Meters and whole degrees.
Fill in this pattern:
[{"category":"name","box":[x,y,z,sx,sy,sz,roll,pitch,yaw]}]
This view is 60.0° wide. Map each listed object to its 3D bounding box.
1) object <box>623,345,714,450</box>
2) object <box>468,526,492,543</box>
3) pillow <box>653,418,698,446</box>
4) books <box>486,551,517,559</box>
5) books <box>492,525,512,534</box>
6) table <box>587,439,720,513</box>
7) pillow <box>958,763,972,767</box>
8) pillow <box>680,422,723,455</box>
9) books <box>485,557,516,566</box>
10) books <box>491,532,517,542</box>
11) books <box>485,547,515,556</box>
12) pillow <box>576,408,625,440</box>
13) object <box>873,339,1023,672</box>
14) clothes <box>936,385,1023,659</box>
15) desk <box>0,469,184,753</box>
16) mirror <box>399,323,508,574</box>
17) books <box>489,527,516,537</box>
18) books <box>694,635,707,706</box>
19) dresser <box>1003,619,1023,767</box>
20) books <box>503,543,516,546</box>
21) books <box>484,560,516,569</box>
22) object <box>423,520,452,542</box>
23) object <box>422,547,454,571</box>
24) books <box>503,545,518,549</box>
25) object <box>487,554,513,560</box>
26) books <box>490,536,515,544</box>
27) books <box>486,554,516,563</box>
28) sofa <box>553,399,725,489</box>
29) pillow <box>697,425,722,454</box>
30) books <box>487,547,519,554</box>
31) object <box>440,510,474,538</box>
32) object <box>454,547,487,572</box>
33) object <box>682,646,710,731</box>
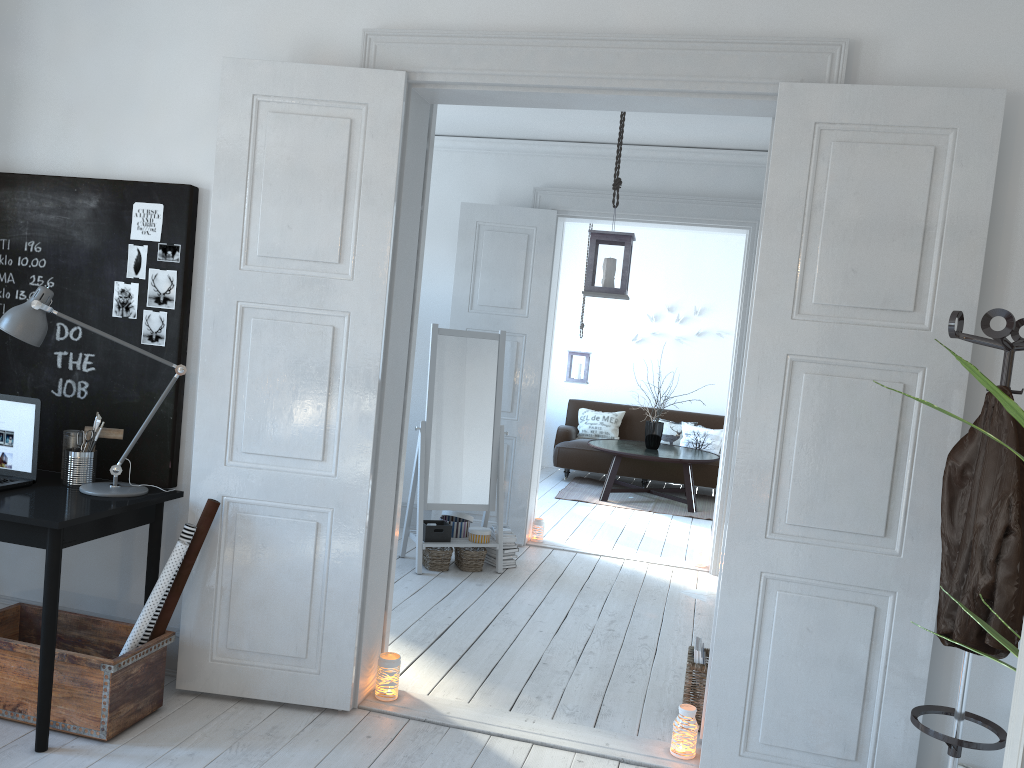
[{"category":"object","box":[1.536,0.127,8.616,0.846,1.067,0.524,5,4,-16]},{"category":"object","box":[-0.202,0.939,5.520,0.142,0.075,0.142,5,3,-3]},{"category":"pillow","box":[1.736,0.556,9.535,0.472,0.348,0.158,6,4,11]},{"category":"books","box":[-0.075,1.087,5.677,0.132,0.017,0.186,3,4,-40]},{"category":"books","box":[-0.065,0.931,5.679,0.111,0.014,0.156,5,3,-8]},{"category":"table","box":[1.368,0.890,8.755,1.299,0.504,1.298,6,3,3]},{"category":"pillow","box":[1.531,1.314,2.708,0.317,0.314,0.272,6,4,14]},{"category":"pillow","box":[2.003,0.580,9.396,0.470,0.309,0.188,6,4,13]},{"category":"books","box":[-0.080,1.132,5.684,0.128,0.016,0.176,3,4,-36]},{"category":"books","box":[-0.058,0.970,5.663,0.128,0.026,0.200,5,3,-16]},{"category":"books","box":[-0.081,1.066,5.682,0.128,0.022,0.166,3,4,-43]},{"category":"pillow","box":[0.965,0.456,9.750,0.519,0.367,0.238,6,4,12]},{"category":"object","box":[1.110,0.705,1.616,1.042,1.556,0.289,9,5,42]},{"category":"clothes","box":[1.319,0.388,2.462,0.211,0.771,0.237,2,5,-44]},{"category":"desk","box":[-1.907,0.728,3.173,1.159,0.760,0.650,6,4,13]},{"category":"mirror","box":[-0.316,0.391,5.514,0.611,1.490,0.416,4,4,-22]},{"category":"books","box":[-0.061,0.948,5.666,0.132,0.017,0.186,5,3,-14]},{"category":"books","box":[0.815,1.193,3.542,0.201,0.300,0.179,6,4,13]},{"category":"dresser","box":[0.895,0.418,0.569,0.630,2.165,1.431,7,4,13]},{"category":"books","box":[-0.067,1.006,5.675,0.128,0.016,0.176,5,3,-21]},{"category":"books","box":[-0.077,1.149,5.686,0.128,0.016,0.178,3,4,-39]},{"category":"object","box":[-0.474,0.903,5.444,0.165,0.103,0.154,4,4,-22]},{"category":"object","box":[-0.473,1.064,5.496,0.185,0.140,0.295,5,3,-15]},{"category":"books","box":[-0.064,1.024,5.677,0.128,0.016,0.178,4,4,-34]},{"category":"object","box":[-0.082,1.099,5.692,0.111,0.014,0.156,4,4,-34]},{"category":"books","box":[-0.066,0.990,5.672,0.128,0.016,0.180,5,3,-16]},{"category":"books","box":[-0.079,1.115,5.681,0.128,0.016,0.180,4,4,-32]},{"category":"sofa","box":[1.570,0.697,9.509,2.164,0.825,0.968,6,3,13]},{"category":"pillow","box":[2.222,0.611,9.462,0.542,0.288,0.182,6,4,14]},{"category":"books","box":[-0.068,1.044,5.670,0.128,0.022,0.193,3,4,-45]},{"category":"object","box":[-0.357,0.876,5.652,0.207,0.159,0.241,7,3,20]},{"category":"object","box":[-0.268,1.080,5.560,0.185,0.140,0.295,5,3,-15]},{"category":"object","box":[0.824,1.227,3.541,0.270,0.265,0.223,6,4,13]}]
